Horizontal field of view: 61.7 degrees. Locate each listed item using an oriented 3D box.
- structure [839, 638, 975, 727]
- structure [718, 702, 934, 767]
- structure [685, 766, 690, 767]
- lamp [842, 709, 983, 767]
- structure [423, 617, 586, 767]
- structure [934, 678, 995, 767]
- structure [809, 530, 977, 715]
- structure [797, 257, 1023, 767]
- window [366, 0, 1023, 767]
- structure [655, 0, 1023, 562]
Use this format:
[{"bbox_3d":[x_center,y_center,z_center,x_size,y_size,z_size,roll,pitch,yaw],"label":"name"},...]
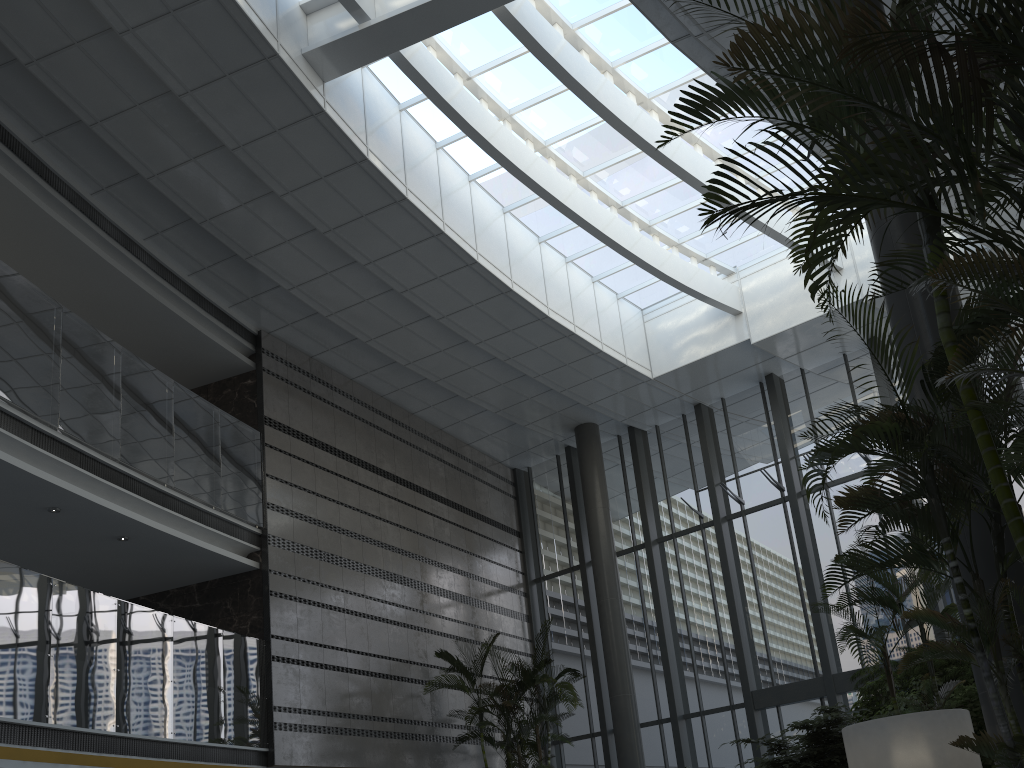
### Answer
[{"bbox_3d":[5.122,4.290,9.670,3.335,2.713,3.941,15,-32,-40],"label":"structure"},{"bbox_3d":[3.369,4.357,8.826,2.240,2.137,2.551,-14,-24,18],"label":"structure"},{"bbox_3d":[2.271,6.035,11.296,1.416,1.807,1.323,6,-23,-30],"label":"structure"},{"bbox_3d":[2.811,3.079,5.766,0.840,1.536,0.910,-4,-19,-6],"label":"lamp"},{"bbox_3d":[0.068,5.897,13.100,2.601,4.281,2.585,-21,-24,36],"label":"structure"},{"bbox_3d":[4.174,3.367,7.001,1.589,1.953,1.698,-1,-22,-14],"label":"structure"},{"bbox_3d":[3.340,2.748,6.947,1.416,3.181,1.320,-12,-18,17],"label":"structure"},{"bbox_3d":[2.427,1.201,4.189,1.653,3.427,2.221,-12,-20,16],"label":"structure"},{"bbox_3d":[-0.020,0.560,8.439,19.556,9.212,14.221,17,-34,-39],"label":"window"},{"bbox_3d":[1.800,-0.074,2.614,2.440,4.280,2.754,-11,-20,13],"label":"structure"}]
